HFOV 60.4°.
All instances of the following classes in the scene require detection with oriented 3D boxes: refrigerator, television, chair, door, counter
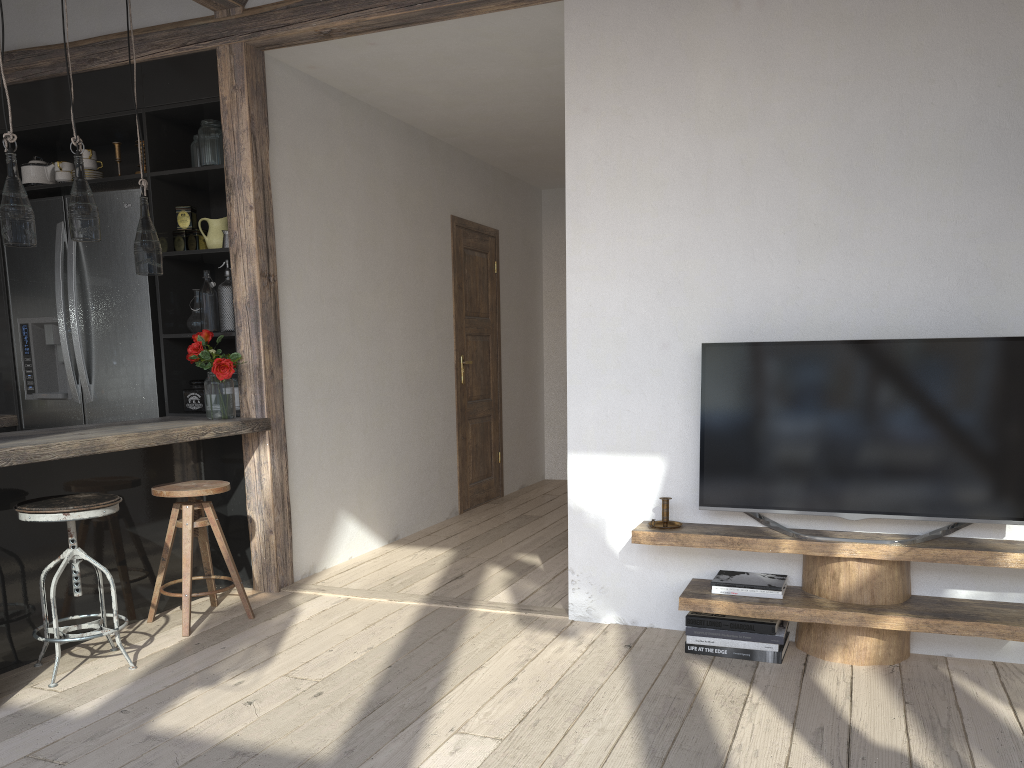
[{"bbox_3d":[-2.068,0.019,4.847,0.942,1.953,0.839,2,8,21],"label":"refrigerator"},{"bbox_3d":[1.228,0.199,3.135,1.101,0.718,0.203,1,8,21],"label":"television"},{"bbox_3d":[-1.360,0.731,3.791,0.339,0.605,0.337,5,10,41],"label":"chair"},{"bbox_3d":[-0.242,-0.121,6.494,0.082,2.104,0.828,3,9,22],"label":"door"},{"bbox_3d":[-2.871,0.663,2.888,2.239,0.865,3.769,0,3,22],"label":"counter"},{"bbox_3d":[-1.595,0.735,3.227,0.351,0.647,0.350,-6,9,-35],"label":"chair"}]

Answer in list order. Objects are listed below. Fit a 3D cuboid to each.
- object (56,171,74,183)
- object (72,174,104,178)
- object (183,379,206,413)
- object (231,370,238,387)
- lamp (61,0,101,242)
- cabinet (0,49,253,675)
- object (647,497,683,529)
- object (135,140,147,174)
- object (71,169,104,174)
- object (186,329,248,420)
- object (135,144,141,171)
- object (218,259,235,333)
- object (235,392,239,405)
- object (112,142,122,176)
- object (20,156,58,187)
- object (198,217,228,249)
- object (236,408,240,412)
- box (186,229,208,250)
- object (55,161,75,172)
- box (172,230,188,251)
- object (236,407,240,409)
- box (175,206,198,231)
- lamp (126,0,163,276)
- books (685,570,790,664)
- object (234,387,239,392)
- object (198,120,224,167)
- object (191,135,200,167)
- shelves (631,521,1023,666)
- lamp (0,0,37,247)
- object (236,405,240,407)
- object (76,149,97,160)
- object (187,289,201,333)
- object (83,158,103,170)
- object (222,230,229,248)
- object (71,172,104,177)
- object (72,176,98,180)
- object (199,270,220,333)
[{"bbox_3d":[-2.266,-1.041,4.481,0.106,0.068,0.093,-2,5,-16],"label":"object"},{"bbox_3d":[-2.130,-1.031,4.421,0.148,0.026,0.147,-2,2,-27],"label":"object"},{"bbox_3d":[-1.563,0.059,4.430,0.134,0.167,0.132,0,6,11],"label":"object"},{"bbox_3d":[-1.415,0.031,4.560,0.125,0.210,0.123,0,7,8],"label":"object"},{"bbox_3d":[-1.574,-1.165,3.209,0.238,1.258,0.107,5,10,33],"label":"lamp"},{"bbox_3d":[-2.876,-0.177,2.970,2.090,2.544,4.165,1,4,22],"label":"cabinet"},{"bbox_3d":[0.598,0.500,3.431,0.139,0.114,0.137,-1,5,4],"label":"object"},{"bbox_3d":[-1.777,-1.095,4.247,0.096,0.175,0.094,-2,7,-5],"label":"object"},{"bbox_3d":[-2.130,-1.054,4.418,0.148,0.026,0.147,-2,2,-27],"label":"object"},{"bbox_3d":[-1.371,-0.045,4.086,0.250,0.422,0.309,-6,8,-35],"label":"object"},{"bbox_3d":[-1.825,-1.097,4.341,0.061,0.175,0.061,-8,11,-39],"label":"object"},{"bbox_3d":[-1.356,-0.423,4.231,0.108,0.356,0.107,-8,11,-38],"label":"object"},{"bbox_3d":[-1.353,0.080,4.395,0.162,0.086,0.161,1,4,35],"label":"object"},{"bbox_3d":[-1.924,-1.092,4.304,0.059,0.170,0.058,0,8,6],"label":"object"},{"bbox_3d":[-2.459,-1.095,4.591,0.185,0.177,0.206,-4,6,-28],"label":"object"},{"bbox_3d":[-1.423,-0.725,4.275,0.149,0.173,0.134,0,6,8],"label":"object"},{"bbox_3d":[-1.352,0.128,4.403,0.214,0.025,0.212,-2,2,-21],"label":"object"},{"bbox_3d":[-1.537,-0.695,4.313,0.082,0.115,0.082,3,8,31],"label":"box"},{"bbox_3d":[-2.268,-1.087,4.468,0.093,0.068,0.105,-5,5,-40],"label":"object"},{"bbox_3d":[-1.617,-0.695,4.348,0.082,0.115,0.081,2,7,21],"label":"box"},{"bbox_3d":[-1.352,0.120,4.401,0.214,0.025,0.212,-1,2,-11],"label":"object"},{"bbox_3d":[-1.592,-0.808,4.307,0.083,0.115,0.081,-1,7,2],"label":"box"},{"bbox_3d":[-1.452,-1.125,3.502,0.225,1.364,0.107,3,10,23],"label":"lamp"},{"bbox_3d":[0.862,0.875,3.342,0.359,0.269,0.287,1,5,21],"label":"books"},{"bbox_3d":[-1.353,0.061,4.392,0.162,0.086,0.161,1,4,35],"label":"object"},{"bbox_3d":[-1.397,-1.114,4.107,0.124,0.210,0.123,2,8,26],"label":"object"},{"bbox_3d":[-1.479,-1.100,4.237,0.125,0.175,0.125,-5,7,-29],"label":"object"},{"bbox_3d":[1.232,0.783,3.181,1.601,0.458,0.326,0,6,21],"label":"shelves"},{"bbox_3d":[-1.673,-1.129,2.944,0.224,1.310,0.106,3,10,23],"label":"lamp"},{"bbox_3d":[-1.352,0.112,4.400,0.214,0.025,0.212,-2,2,-16],"label":"object"},{"bbox_3d":[-2.123,-1.132,4.402,0.106,0.068,0.093,0,4,7],"label":"object"},{"bbox_3d":[-1.572,-0.362,4.430,0.132,0.223,0.130,4,9,33],"label":"object"},{"bbox_3d":[-2.125,-1.087,4.415,0.094,0.068,0.105,2,5,32],"label":"object"},{"bbox_3d":[-1.337,-0.686,4.184,0.093,0.097,0.073,1,7,22],"label":"object"},{"bbox_3d":[-2.130,-1.043,4.419,0.148,0.026,0.147,-2,2,-27],"label":"object"},{"bbox_3d":[-2.130,-1.019,4.424,0.148,0.023,0.148,-3,3,-42],"label":"object"},{"bbox_3d":[-1.484,-0.400,4.302,0.086,0.307,0.084,1,9,13],"label":"object"}]
